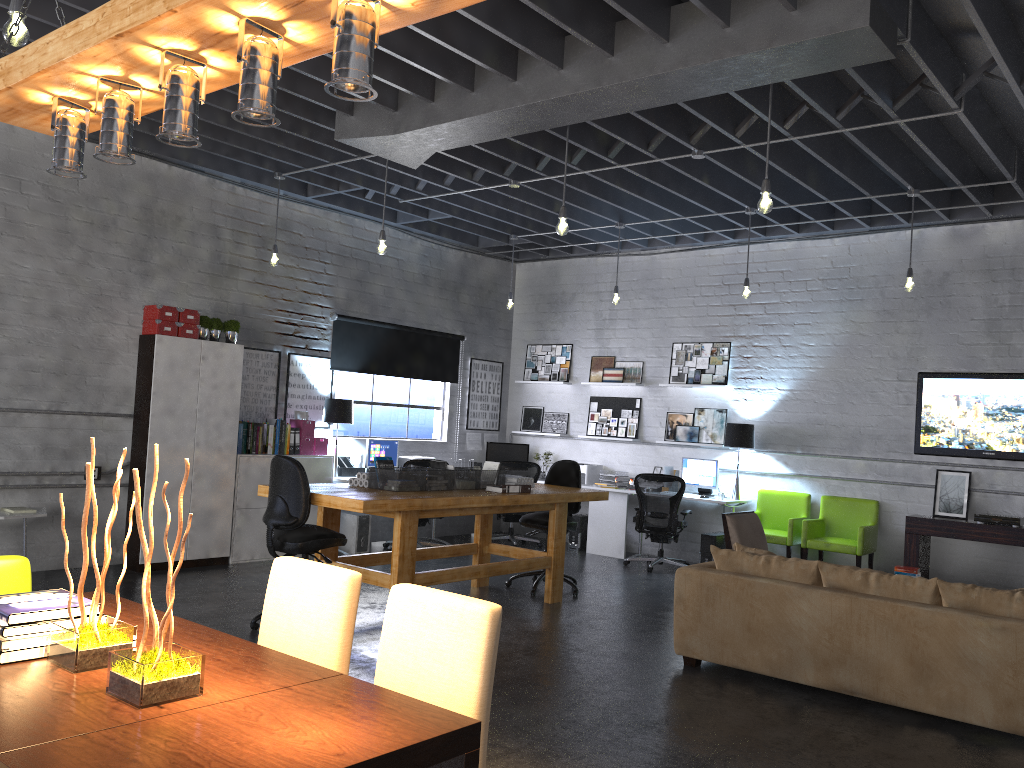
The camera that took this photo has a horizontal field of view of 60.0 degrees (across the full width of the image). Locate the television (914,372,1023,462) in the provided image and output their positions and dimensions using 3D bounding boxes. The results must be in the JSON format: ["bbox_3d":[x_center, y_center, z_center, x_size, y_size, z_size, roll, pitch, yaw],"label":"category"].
[{"bbox_3d":[4.497,0.301,8.332,1.324,0.816,0.021,2,-2,39],"label":"television"}]

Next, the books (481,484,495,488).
[{"bbox_3d":[-0.286,0.822,7.223,0.249,0.031,0.184,1,-3,41],"label":"books"}]

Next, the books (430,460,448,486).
[{"bbox_3d":[-0.570,0.708,6.953,0.158,0.214,0.063,2,-2,39],"label":"books"}]

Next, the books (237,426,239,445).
[{"bbox_3d":[-2.676,0.507,8.446,0.182,0.302,0.034,2,-2,39],"label":"books"}]

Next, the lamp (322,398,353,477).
[{"bbox_3d":[-1.883,0.577,9.524,0.333,0.831,0.333,3,-2,1],"label":"lamp"}]

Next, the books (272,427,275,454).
[{"bbox_3d":[-2.411,0.556,8.775,0.161,0.266,0.027,2,-2,39],"label":"books"}]

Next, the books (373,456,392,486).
[{"bbox_3d":[-0.946,0.659,6.620,0.108,0.234,0.166,2,-2,39],"label":"books"}]

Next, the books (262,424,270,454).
[{"bbox_3d":[-2.463,0.536,8.707,0.170,0.293,0.057,2,-2,39],"label":"books"}]

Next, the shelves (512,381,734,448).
[{"bbox_3d":[1.251,0.337,10.892,3.023,0.693,0.199,1,-3,39],"label":"shelves"}]

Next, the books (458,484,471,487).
[{"bbox_3d":[-0.441,0.795,7.054,0.248,0.021,0.177,1,-3,39],"label":"books"}]

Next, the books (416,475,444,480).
[{"bbox_3d":[-0.655,0.713,6.791,0.232,0.027,0.185,3,-3,11],"label":"books"}]

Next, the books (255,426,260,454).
[{"bbox_3d":[-2.520,0.543,8.631,0.161,0.266,0.026,2,-2,39],"label":"books"}]

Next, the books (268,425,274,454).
[{"bbox_3d":[-2.429,0.544,8.745,0.174,0.286,0.045,2,-2,39],"label":"books"}]

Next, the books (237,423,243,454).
[{"bbox_3d":[-2.646,0.518,8.472,0.174,0.286,0.045,2,-2,39],"label":"books"}]

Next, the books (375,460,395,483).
[{"bbox_3d":[-0.931,0.671,6.588,0.097,0.209,0.158,2,-2,39],"label":"books"}]

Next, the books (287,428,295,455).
[{"bbox_3d":[-2.285,0.574,8.965,0.219,0.267,0.060,2,-3,44],"label":"books"}]

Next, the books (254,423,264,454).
[{"bbox_3d":[-2.491,0.531,8.676,0.159,0.298,0.026,2,-2,39],"label":"books"}]

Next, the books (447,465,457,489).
[{"bbox_3d":[-0.498,0.725,6.933,0.143,0.188,0.061,2,-2,39],"label":"books"}]

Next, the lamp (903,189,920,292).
[{"bbox_3d":[3.435,-1.227,7.624,0.104,0.878,0.104,4,-2,-7],"label":"lamp"}]

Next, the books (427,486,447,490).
[{"bbox_3d":[-0.652,0.786,6.785,0.250,0.031,0.185,2,-3,36],"label":"books"}]

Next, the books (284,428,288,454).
[{"bbox_3d":[-2.313,0.567,8.887,0.161,0.266,0.026,2,-2,39],"label":"books"}]

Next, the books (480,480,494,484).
[{"bbox_3d":[-0.295,0.795,7.224,0.233,0.022,0.184,2,-3,37],"label":"books"}]

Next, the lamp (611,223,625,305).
[{"bbox_3d":[1.134,-1.282,9.501,0.104,0.878,0.104,2,-2,39],"label":"lamp"}]

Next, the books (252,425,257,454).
[{"bbox_3d":[-2.547,0.536,8.611,0.167,0.275,0.037,2,-2,39],"label":"books"}]

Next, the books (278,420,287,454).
[{"bbox_3d":[-2.348,0.527,8.858,0.197,0.338,0.065,2,-2,39],"label":"books"}]

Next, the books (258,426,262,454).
[{"bbox_3d":[-2.501,0.545,8.650,0.161,0.266,0.027,2,-2,39],"label":"books"}]

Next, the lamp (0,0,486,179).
[{"bbox_3d":[-0.835,-1.558,2.385,2.129,1.840,0.367,2,-2,39],"label":"lamp"}]

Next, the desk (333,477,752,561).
[{"bbox_3d":[0.210,1.520,9.645,3.573,0.785,3.301,1,-3,39],"label":"desk"}]

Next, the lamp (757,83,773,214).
[{"bbox_3d":[1.527,-1.449,5.278,0.104,0.878,0.104,4,-2,-7],"label":"lamp"}]

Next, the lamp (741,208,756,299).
[{"bbox_3d":[2.282,-1.254,8.564,0.104,0.878,0.104,2,-2,39],"label":"lamp"}]

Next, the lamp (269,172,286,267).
[{"bbox_3d":[-2.209,-1.538,8.328,0.104,0.878,0.104,2,-2,39],"label":"lamp"}]

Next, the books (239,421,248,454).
[{"bbox_3d":[-2.630,0.510,8.528,0.180,0.309,0.060,2,-2,39],"label":"books"}]

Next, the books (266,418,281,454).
[{"bbox_3d":[-2.383,0.519,8.808,0.176,0.346,0.053,2,-2,39],"label":"books"}]

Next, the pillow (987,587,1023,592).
[{"bbox_3d":[2.827,1.267,4.952,0.550,0.423,0.243,4,-2,-10],"label":"pillow"}]

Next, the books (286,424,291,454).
[{"bbox_3d":[-2.292,0.553,8.905,0.159,0.298,0.026,2,-2,39],"label":"books"}]

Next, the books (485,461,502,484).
[{"bbox_3d":[-0.172,0.751,7.362,0.171,0.210,0.046,2,-2,39],"label":"books"}]

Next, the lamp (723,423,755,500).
[{"bbox_3d":[2.472,0.849,9.689,0.333,0.831,0.333,3,-2,1],"label":"lamp"}]

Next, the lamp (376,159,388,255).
[{"bbox_3d":[-1.061,-1.511,7.391,0.104,0.878,0.104,2,-2,39],"label":"lamp"}]

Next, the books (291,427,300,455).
[{"bbox_3d":[-2.247,0.576,9.012,0.220,0.271,0.082,2,-2,39],"label":"books"}]

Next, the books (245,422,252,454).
[{"bbox_3d":[-2.584,0.518,8.551,0.182,0.302,0.034,2,-2,39],"label":"books"}]

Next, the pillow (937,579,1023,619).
[{"bbox_3d":[2.634,1.268,4.689,0.663,0.386,0.308,1,-3,41],"label":"pillow"}]

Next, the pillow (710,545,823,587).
[{"bbox_3d":[1.611,1.243,5.534,0.704,0.402,0.291,2,-3,39],"label":"pillow"}]

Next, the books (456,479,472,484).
[{"bbox_3d":[-0.439,0.775,7.055,0.248,0.021,0.177,1,-3,39],"label":"books"}]

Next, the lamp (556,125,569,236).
[{"bbox_3d":[0.375,-1.477,6.219,0.104,0.878,0.104,2,-2,39],"label":"lamp"}]

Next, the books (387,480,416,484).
[{"bbox_3d":[-0.809,0.719,6.512,0.127,0.022,0.181,2,-3,34],"label":"books"}]

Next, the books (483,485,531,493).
[{"bbox_3d":[-0.041,0.817,6.990,0.299,0.067,0.244,6,-3,-41],"label":"books"}]

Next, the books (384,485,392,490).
[{"bbox_3d":[-0.808,0.765,6.513,0.155,0.029,0.226,1,-3,39],"label":"books"}]

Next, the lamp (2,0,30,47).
[{"bbox_3d":[-1.891,-1.741,3.433,0.104,0.878,0.104,5,-2,-33],"label":"lamp"}]

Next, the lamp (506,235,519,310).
[{"bbox_3d":[0.000,-1.309,10.427,0.104,0.878,0.104,2,-2,39],"label":"lamp"}]

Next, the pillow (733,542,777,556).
[{"bbox_3d":[1.637,1.255,5.786,0.319,0.403,0.523,5,-3,-31],"label":"pillow"}]

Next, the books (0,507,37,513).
[{"bbox_3d":[-3.922,1.001,7.049,0.248,0.021,0.177,1,-3,39],"label":"books"}]

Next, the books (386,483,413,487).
[{"bbox_3d":[-0.804,0.741,6.512,0.141,0.021,0.203,1,-3,40],"label":"books"}]

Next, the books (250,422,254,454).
[{"bbox_3d":[-2.580,0.520,8.592,0.182,0.302,0.034,2,-2,39],"label":"books"}]

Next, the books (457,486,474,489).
[{"bbox_3d":[-0.442,0.816,7.054,0.248,0.021,0.177,1,-3,40],"label":"books"}]

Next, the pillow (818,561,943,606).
[{"bbox_3d":[2.134,1.256,5.107,0.666,0.402,0.291,2,-3,39],"label":"pillow"}]

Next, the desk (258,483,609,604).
[{"bbox_3d":[-0.500,1.287,6.997,1.114,0.926,2.834,2,-3,39],"label":"desk"}]

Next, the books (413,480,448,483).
[{"bbox_3d":[-0.647,0.738,6.787,0.250,0.022,0.205,1,-4,44],"label":"books"}]

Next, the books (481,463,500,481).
[{"bbox_3d":[-0.194,0.755,7.339,0.158,0.199,0.082,2,-2,39],"label":"books"}]
